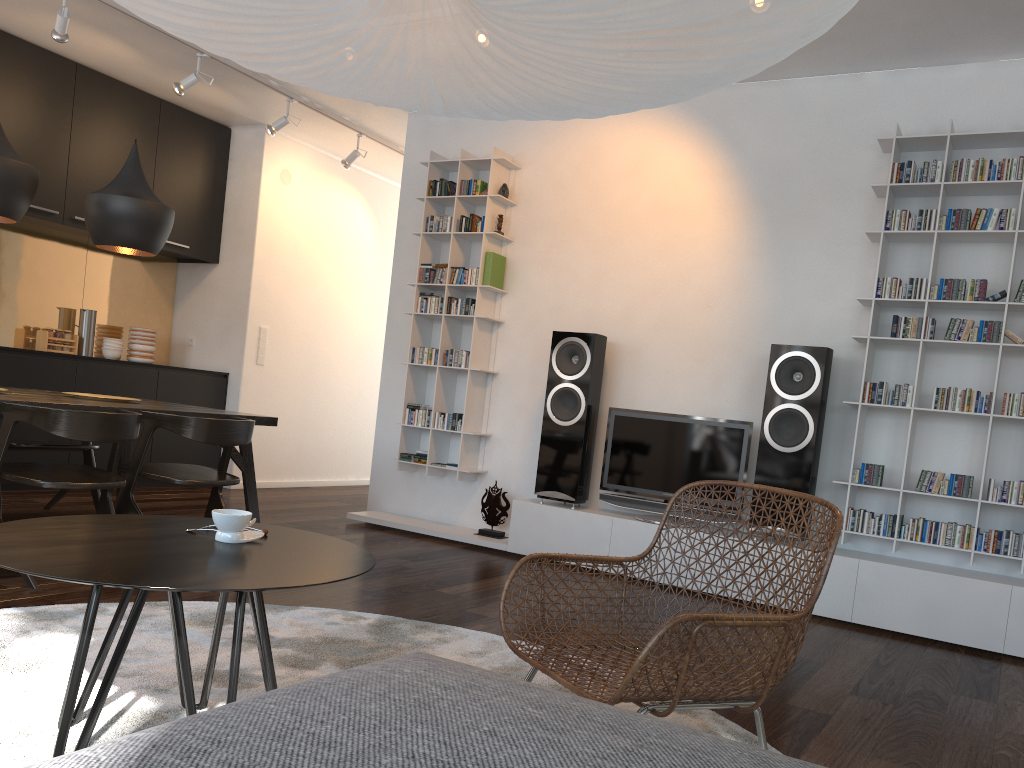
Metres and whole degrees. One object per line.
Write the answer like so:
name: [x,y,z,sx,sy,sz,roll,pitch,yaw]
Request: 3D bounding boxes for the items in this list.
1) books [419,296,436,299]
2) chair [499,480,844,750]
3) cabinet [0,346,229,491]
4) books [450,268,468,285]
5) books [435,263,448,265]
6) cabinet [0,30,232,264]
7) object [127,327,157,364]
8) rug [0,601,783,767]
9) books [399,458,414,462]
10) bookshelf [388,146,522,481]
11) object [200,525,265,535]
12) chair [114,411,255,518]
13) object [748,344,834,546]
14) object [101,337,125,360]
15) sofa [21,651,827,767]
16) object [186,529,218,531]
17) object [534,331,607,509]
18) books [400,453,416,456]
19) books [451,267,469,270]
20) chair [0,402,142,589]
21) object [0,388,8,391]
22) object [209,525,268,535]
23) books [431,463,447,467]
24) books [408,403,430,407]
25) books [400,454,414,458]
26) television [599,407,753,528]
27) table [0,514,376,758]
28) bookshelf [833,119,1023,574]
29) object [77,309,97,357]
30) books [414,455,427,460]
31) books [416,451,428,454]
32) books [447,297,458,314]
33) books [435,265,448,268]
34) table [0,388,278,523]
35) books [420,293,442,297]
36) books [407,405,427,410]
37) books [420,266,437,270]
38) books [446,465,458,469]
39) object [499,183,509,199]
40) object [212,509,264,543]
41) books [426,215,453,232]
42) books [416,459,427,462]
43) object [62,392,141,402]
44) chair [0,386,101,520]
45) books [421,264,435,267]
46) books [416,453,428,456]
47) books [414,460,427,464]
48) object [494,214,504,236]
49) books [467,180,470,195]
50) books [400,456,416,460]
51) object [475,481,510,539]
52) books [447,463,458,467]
books: [-0.530,-0.560,5.748,0.111,0.012,0.093,6,-2,30]
chair: [0.413,0.608,2.368,0.687,0.711,0.715,6,1,-27]
cabinet: [-3.816,0.130,4.876,0.729,0.901,5.078,7,-1,30]
books: [-0.332,-0.674,5.608,0.087,0.108,0.096,7,1,30]
books: [-0.422,-0.760,5.658,0.111,0.014,0.093,6,-2,30]
cabinet: [-2.924,-1.563,6.181,0.529,1.052,1.961,7,0,30]
object: [-2.824,-0.292,6.746,0.197,0.265,0.198,6,1,4]
rug: [-0.622,0.844,2.015,2.833,0.012,2.839,6,-2,10]
books: [-0.672,0.496,5.766,0.098,0.015,0.074,6,-2,30]
bookshelf: [-0.377,-0.437,5.694,0.636,2.080,0.227,8,3,30]
object: [-0.695,0.362,2.201,0.163,0.016,0.025,6,0,5]
chair: [-1.493,0.472,4.058,0.517,0.673,0.594,7,1,28]
object: [1.442,0.318,4.547,0.293,1.005,0.281,8,3,30]
object: [-2.963,-0.260,6.560,0.158,0.160,0.153,6,1,-32]
sofa: [-1.166,0.424,1.032,3.055,0.673,2.045,6,-1,30]
object: [-0.732,0.360,2.156,0.124,0.010,0.026,7,-1,-4]
object: [0.364,0.215,5.169,0.293,1.005,0.281,8,3,30]
books: [-0.664,0.459,5.764,0.107,0.009,0.069,5,-2,30]
books: [-0.323,-0.731,5.597,0.107,0.008,0.069,5,-2,30]
chair: [-1.798,0.423,3.527,0.517,0.673,0.594,7,1,31]
object: [-2.330,0.013,3.732,0.355,0.017,0.356,6,-2,11]
object: [-0.692,0.364,2.244,0.167,0.015,0.015,6,0,17]
books: [-0.448,0.520,5.677,0.111,0.012,0.093,6,-2,30]
books: [-0.609,0.139,5.776,0.111,0.012,0.093,6,-2,30]
books: [-0.671,0.469,5.765,0.092,0.015,0.070,6,-2,30]
television: [0.890,0.467,4.875,0.346,0.602,0.785,5,1,-42]
table: [-0.756,0.595,1.985,0.843,0.473,0.849,6,-1,32]
bookshelf: [2.634,-0.148,3.957,2.076,2.080,0.227,7,2,30]
object: [-3.085,-0.367,6.439,0.114,0.340,0.165,8,2,33]
books: [-0.570,0.474,5.706,0.107,0.023,0.069,6,-1,30]
books: [-0.558,0.442,5.703,0.092,0.014,0.070,6,-2,30]
books: [-0.381,-0.493,5.635,0.028,0.116,0.074,8,2,30]
books: [-0.428,-0.746,5.651,0.107,0.018,0.069,6,-2,30]
table: [-2.328,0.365,3.744,1.102,0.680,2.508,6,-1,30]
books: [-0.528,-0.576,5.752,0.111,0.022,0.096,6,-2,30]
books: [-0.620,0.155,5.763,0.107,0.023,0.069,6,-1,30]
books: [-0.535,-0.751,5.724,0.092,0.014,0.070,6,-2,30]
books: [-0.360,0.528,5.601,0.092,0.014,0.070,6,-2,30]
object: [-0.049,-1.202,5.524,0.064,0.101,0.060,7,2,7]
object: [-0.647,0.338,2.101,0.091,0.069,0.139,6,-1,42]
books: [-0.435,-1.017,5.689,0.221,0.113,0.109,6,0,30]
books: [-0.564,0.493,5.704,0.092,0.014,0.070,6,-2,30]
object: [-1.997,0.067,4.311,0.354,0.017,0.357,5,-2,33]
chair: [-2.534,0.374,4.711,0.517,0.673,0.594,7,1,29]
books: [-0.532,-0.765,5.719,0.092,0.014,0.070,5,-2,35]
books: [-0.560,0.456,5.703,0.092,0.014,0.070,6,-2,30]
books: [-0.571,0.508,5.711,0.107,0.016,0.069,6,-2,30]
object: [-0.075,-0.994,5.531,0.045,0.140,0.064,7,2,21]
books: [-0.258,-1.223,5.575,0.012,0.108,0.069,8,2,30]
books: [-0.670,0.482,5.766,0.092,0.014,0.070,6,-2,30]
object: [-0.109,0.771,5.481,0.212,0.351,0.122,7,2,30]
books: [-0.357,0.515,5.595,0.092,0.014,0.070,5,-2,35]
